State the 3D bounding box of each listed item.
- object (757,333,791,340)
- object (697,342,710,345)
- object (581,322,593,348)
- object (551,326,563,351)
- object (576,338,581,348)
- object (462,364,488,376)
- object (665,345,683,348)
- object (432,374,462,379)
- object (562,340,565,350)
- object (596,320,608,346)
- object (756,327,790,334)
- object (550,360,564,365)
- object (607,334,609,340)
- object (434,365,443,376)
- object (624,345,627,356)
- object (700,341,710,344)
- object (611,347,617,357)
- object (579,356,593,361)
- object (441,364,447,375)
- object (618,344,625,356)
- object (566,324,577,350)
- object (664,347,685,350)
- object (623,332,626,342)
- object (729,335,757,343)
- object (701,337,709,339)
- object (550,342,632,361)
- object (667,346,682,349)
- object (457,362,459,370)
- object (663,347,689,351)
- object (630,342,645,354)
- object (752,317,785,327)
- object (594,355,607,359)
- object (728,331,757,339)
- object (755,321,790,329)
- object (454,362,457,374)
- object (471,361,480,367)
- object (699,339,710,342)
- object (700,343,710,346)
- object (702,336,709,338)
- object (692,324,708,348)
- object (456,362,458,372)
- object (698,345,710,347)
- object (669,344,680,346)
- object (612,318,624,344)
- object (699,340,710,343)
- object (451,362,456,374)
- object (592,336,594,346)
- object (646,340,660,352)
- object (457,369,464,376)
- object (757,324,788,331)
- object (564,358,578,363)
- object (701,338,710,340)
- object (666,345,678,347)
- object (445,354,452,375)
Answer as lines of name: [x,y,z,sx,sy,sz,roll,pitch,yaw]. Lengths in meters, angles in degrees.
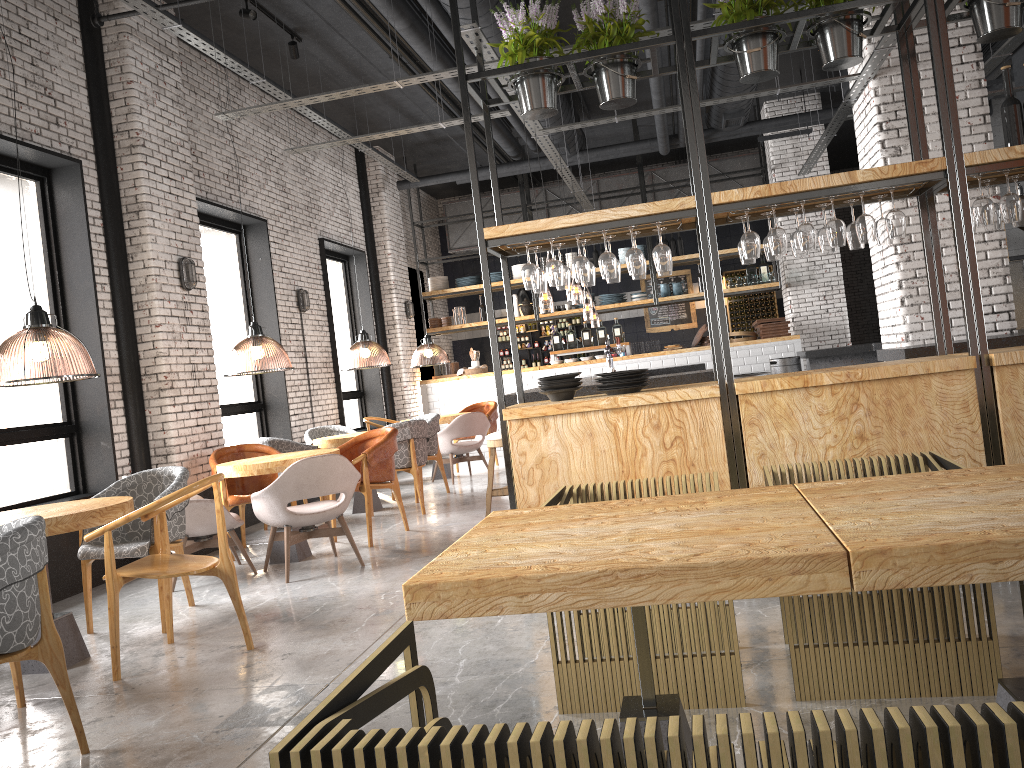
object: [3.929,-0.714,13.328,0.405,0.044,0.636,-7,1,7]
object: [3.064,-0.631,13.554,0.457,0.019,0.407,-6,1,40]
object: [1.176,-0.781,14.005,0.154,0.404,0.154,-7,-1,11]
object: [0.714,-0.726,14.098,0.154,0.404,0.154,-7,-1,11]
object: [1.046,-0.643,13.967,0.077,0.164,0.039,-7,-1,-34]
object: [-0.602,-0.213,14.159,0.437,0.157,0.419,-7,0,-16]
object: [2.497,-0.573,13.630,0.229,0.016,0.557,-7,1,17]
object: [-1.041,-0.121,14.395,0.411,0.050,0.411,-7,1,10]
object: [0.811,-0.615,13.997,0.032,0.164,0.080,-7,0,-17]
object: [1.413,-0.809,13.954,0.154,0.404,0.154,-7,-1,11]
object: [3.919,-0.802,13.329,0.405,0.044,0.636,-7,1,8]
object: [0.693,-0.332,13.774,0.216,0.056,0.324,-7,0,11]
object: [1.508,-0.698,13.858,0.024,0.164,0.062,-7,0,2]
object: [-1.205,-0.372,14.306,0.106,0.554,0.157,-7,-1,10]
object: [1.712,-0.509,13.651,0.122,0.165,0.112,-7,0,-25]
object: [3.056,-0.646,13.555,0.458,0.019,0.406,-7,1,-20]
object: [1.563,-0.491,13.623,0.112,0.165,0.122,-7,0,-45]
object: [1.155,-0.387,13.691,0.216,0.056,0.324,-7,0,11]
object: [-1.091,-0.292,14.298,0.070,0.368,0.107,-7,-1,10]
object: [1.676,-0.515,13.529,0.128,0.189,0.123,-7,0,20]
object: [0.938,-0.752,14.044,0.154,0.404,0.154,-7,-1,11]
object: [2.500,-0.548,13.635,0.276,0.019,0.514,-7,1,16]
object: [1.744,-0.726,13.808,0.034,0.164,0.061,-7,-1,44]
object: [3.484,-0.688,13.427,0.436,0.097,0.437,-7,1,36]
object: [3.058,-0.711,13.553,0.457,0.019,0.407,-6,1,45]
object: [1.266,-0.310,13.993,1.249,0.551,0.315,-7,0,11]
object: [2.490,-0.559,13.631,0.214,0.013,0.521,-7,1,7]
object: [-0.890,-0.243,14.516,0.056,0.249,0.056,-7,-1,-26]
object: [2.537,-0.535,13.580,0.458,0.019,0.406,-7,1,-37]
object: [1.942,-0.558,13.700,0.181,0.168,0.170,-7,0,21]
object: [3.840,-0.926,13.278,0.406,0.094,0.636,-7,1,9]
object: [1.378,-0.416,13.630,0.216,0.060,0.324,-7,0,11]
object: [3.480,-0.755,13.430,0.440,0.154,0.436,-7,0,-32]
object: [3.908,-0.889,13.330,0.405,0.044,0.636,-7,1,5]
object: [-0.923,-0.238,14.345,0.056,0.249,0.056,-7,-1,-26]
object: [-0.581,-0.266,14.279,0.129,0.204,0.129,-7,0,-43]
object: [3.041,-0.677,13.555,0.458,0.019,0.406,-7,1,-36]
object: [3.085,-0.617,13.541,0.407,0.019,0.458,-7,1,-16]
object: [3.038,-0.725,13.556,0.458,0.019,0.406,-7,1,-32]
object: [2.854,-0.731,13.483,0.242,0.338,0.488,-7,0,-3]
object: [-0.906,-0.240,14.430,0.056,0.249,0.056,-7,-1,-26]
object: [3.073,-0.599,13.552,0.407,0.019,0.457,-7,1,-43]
object: [2.473,-0.591,13.472,0.184,0.011,0.254,-7,1,33]
object: [1.655,-0.838,13.910,0.154,0.404,0.154,-7,-1,11]
object: [3.026,-0.658,13.546,0.406,0.019,0.458,-7,1,25]
object: [-0.940,-0.235,14.260,0.056,0.249,0.056,-7,-1,-26]
object: [1.272,-0.670,13.928,0.031,0.164,0.046,-7,-1,36]
object: [2.181,-0.587,13.746,0.181,0.168,0.170,-7,0,-9]
object: [-0.737,-0.198,14.135,0.283,0.111,0.187,-7,0,-42]
object: [3.913,-0.845,13.329,0.405,0.044,0.636,-7,1,12]
object: [0.918,-0.361,13.716,0.216,0.059,0.324,-7,0,11]
object: [3.065,-0.696,13.551,0.407,0.019,0.457,-7,1,-36]
object: [2.449,-0.579,13.545,0.172,0.010,0.368,-7,1,21]
object: [-1.027,-0.299,14.286,0.070,0.368,0.107,-7,-1,10]
